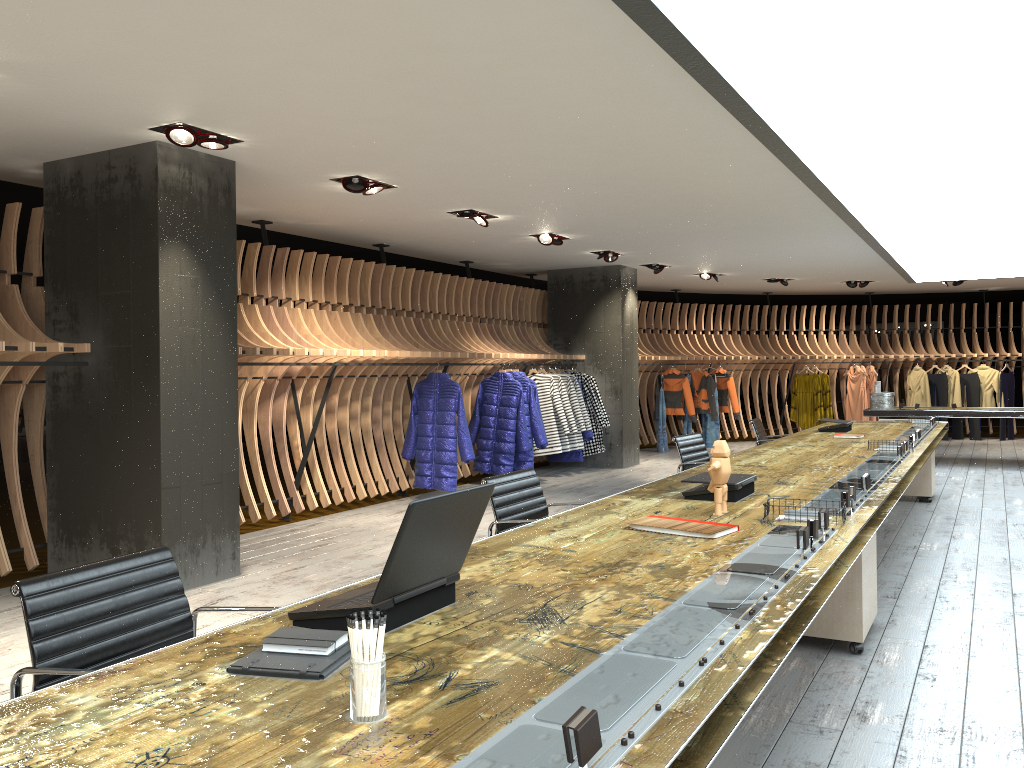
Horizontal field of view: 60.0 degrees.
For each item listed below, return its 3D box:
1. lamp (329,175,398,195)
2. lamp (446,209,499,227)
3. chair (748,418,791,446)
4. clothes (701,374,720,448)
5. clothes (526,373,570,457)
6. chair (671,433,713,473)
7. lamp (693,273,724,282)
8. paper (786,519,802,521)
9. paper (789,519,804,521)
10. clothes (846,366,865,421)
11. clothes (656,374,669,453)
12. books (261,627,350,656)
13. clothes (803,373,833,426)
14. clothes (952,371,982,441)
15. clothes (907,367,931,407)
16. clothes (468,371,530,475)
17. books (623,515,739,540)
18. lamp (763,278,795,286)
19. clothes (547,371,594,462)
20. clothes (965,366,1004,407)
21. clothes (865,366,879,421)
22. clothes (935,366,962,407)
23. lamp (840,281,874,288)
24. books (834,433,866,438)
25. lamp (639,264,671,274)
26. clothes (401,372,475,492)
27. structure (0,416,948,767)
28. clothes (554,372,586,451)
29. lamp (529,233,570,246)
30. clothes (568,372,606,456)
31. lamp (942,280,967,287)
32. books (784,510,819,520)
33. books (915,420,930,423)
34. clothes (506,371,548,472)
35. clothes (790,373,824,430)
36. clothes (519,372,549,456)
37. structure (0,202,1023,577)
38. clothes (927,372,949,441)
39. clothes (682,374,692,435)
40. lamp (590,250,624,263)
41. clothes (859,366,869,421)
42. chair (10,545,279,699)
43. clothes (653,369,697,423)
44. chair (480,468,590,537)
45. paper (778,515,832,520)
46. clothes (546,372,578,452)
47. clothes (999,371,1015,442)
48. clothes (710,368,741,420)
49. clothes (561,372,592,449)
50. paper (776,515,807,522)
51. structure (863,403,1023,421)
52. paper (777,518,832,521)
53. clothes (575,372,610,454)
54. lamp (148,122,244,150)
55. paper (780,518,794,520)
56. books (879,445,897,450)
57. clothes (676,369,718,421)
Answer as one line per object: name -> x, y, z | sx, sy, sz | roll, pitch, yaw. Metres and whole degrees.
lamp -> -1.117, -1.553, 6.693 | 0.269, 0.292, 0.493 | -1, 1, 29
lamp -> -0.354, -1.581, 8.094 | 0.269, 0.294, 0.493 | -1, 1, 29
chair -> 2.569, 0.762, 8.355 | 0.667, 0.859, 0.693 | -1, 0, 15
clothes -> 3.392, 0.528, 15.188 | 0.309, 1.422, 0.200 | -1, 0, 1
clothes -> 0.389, 0.387, 11.117 | 0.752, 1.062, 0.128 | -1, 0, 27
chair -> 1.521, 0.803, 6.408 | 0.667, 0.859, 0.693 | -1, 0, 25
lamp -> 3.006, -1.699, 13.477 | 0.493, 0.296, 0.269 | -1, 1, -42
paper -> 1.144, 0.525, 3.467 | 0.176, 0.004, 0.130 | 0, 1, 31
paper -> 1.144, 0.524, 3.467 | 0.176, 0.004, 0.130 | 0, 1, 32
clothes -> 6.262, 0.241, 16.169 | 0.125, 1.156, 0.447 | -1, 0, -27
clothes -> 2.451, 0.550, 14.461 | 0.200, 1.422, 0.309 | -1, 0, 6
books -> -0.450, 0.545, 1.887 | 0.186, 0.027, 0.112 | -1, 1, 14
clothes -> 5.492, 0.316, 16.035 | 0.168, 1.045, 0.664 | -1, 0, -31
clothes -> 8.219, 0.447, 16.058 | 0.087, 1.353, 0.539 | -1, 0, -37
clothes -> 7.394, 0.129, 16.177 | 0.250, 0.890, 0.704 | -1, 0, -11
clothes -> -0.209, 0.479, 10.510 | 0.880, 1.260, 0.242 | -1, 0, 25
books -> 0.621, 0.526, 3.271 | 0.366, 0.026, 0.213 | 0, 1, 39
lamp -> 4.314, -1.730, 14.374 | 0.493, 0.293, 0.269 | -1, 0, -29
clothes -> 0.699, 0.440, 11.954 | 0.885, 1.239, 0.245 | -1, 0, 25
clothes -> 8.504, 0.116, 15.995 | 0.250, 0.890, 0.704 | -1, 0, -41
clothes -> 6.543, 0.237, 16.187 | 0.125, 1.156, 0.447 | -1, 0, -7
clothes -> 7.920, 0.124, 16.128 | 0.250, 0.890, 0.704 | -1, 0, -21
lamp -> 5.815, -1.754, 14.898 | 0.492, 0.297, 0.269 | -1, 0, -11
books -> 2.872, 0.437, 7.529 | 0.213, 0.026, 0.366 | 0, 1, 29
lamp -> 1.984, -1.671, 12.266 | 0.269, 0.292, 0.493 | -1, 1, 35
clothes -> -0.806, 0.498, 9.249 | 0.885, 1.239, 0.245 | -1, 0, 25
structure -> 1.594, 0.829, 5.030 | 1.162, 0.844, 10.452 | 0, 1, 29
clothes -> 0.627, 0.378, 11.555 | 0.752, 1.062, 0.128 | -1, 0, 27
lamp -> 0.408, -1.615, 9.495 | 0.269, 0.286, 0.493 | -1, 1, 29
clothes -> 0.902, 0.423, 12.024 | 0.807, 1.187, 0.192 | -1, 0, 29
lamp -> 7.403, -1.782, 14.943 | 0.492, 0.284, 0.269 | -1, 0, 9
books -> 1.148, 0.511, 3.461 | 0.155, 0.025, 0.110 | 0, 1, 24
books -> 4.297, 0.388, 9.259 | 0.155, 0.025, 0.110 | 0, 1, 24
clothes -> -0.003, 0.467, 10.559 | 0.883, 1.246, 0.249 | -1, 0, 25
clothes -> 5.316, 0.319, 15.986 | 0.168, 1.045, 0.664 | -1, 0, -31
clothes -> 0.013, 0.466, 10.753 | 0.885, 1.239, 0.245 | -1, 0, 25
structure -> 1.724, 0.034, 0.077 | 14.881, 2.440, 36.559 | 0, 1, 29
clothes -> 7.709, 0.452, 16.142 | 0.087, 1.353, 0.539 | -1, 0, -27
clothes -> 2.910, 0.539, 14.838 | 0.200, 1.422, 0.309 | -1, 0, 21
lamp -> 1.170, -1.642, 10.896 | 0.269, 0.292, 0.493 | -1, 1, 29
clothes -> 6.379, 0.239, 16.181 | 0.125, 1.156, 0.447 | -1, 0, -2
chair -> -0.829, 0.892, 2.208 | 0.667, 0.859, 0.693 | -1, 0, 15
clothes -> 2.666, 0.191, 14.696 | 0.839, 0.881, 0.201 | 0, 0, 44
chair -> 0.228, 0.852, 4.100 | 0.667, 0.859, 0.693 | -1, 0, 20
paper -> 1.144, 0.523, 3.467 | 0.176, 0.004, 0.130 | 0, 1, 35
clothes -> 0.502, 0.382, 11.324 | 0.752, 1.062, 0.128 | -1, 0, 27
clothes -> 8.879, 0.438, 15.901 | 0.539, 1.353, 0.087 | -1, 0, -37
clothes -> 3.606, 0.170, 15.341 | 0.201, 0.881, 0.839 | -1, 0, -31
clothes -> 0.713, 0.374, 11.712 | 0.752, 1.062, 0.128 | -1, 0, 27
paper -> 1.130, 0.527, 3.470 | 0.176, 0.003, 0.130 | 0, 1, 27
structure -> 3.105, 0.826, 3.963 | 4.835, 0.844, 18.478 | 0, 1, 29
paper -> 1.144, 0.525, 3.467 | 0.176, 0.004, 0.130 | 0, 1, 37
clothes -> 0.984, 0.419, 12.193 | 0.799, 1.185, 0.191 | -1, 0, 29
lamp -> -1.879, -1.521, 5.293 | 0.269, 0.296, 0.493 | -1, 1, 29
paper -> 1.144, 0.523, 3.467 | 0.176, 0.004, 0.130 | 0, 1, 33
books -> 2.688, 0.451, 6.288 | 0.155, 0.025, 0.110 | 0, 1, 24
clothes -> 3.147, 0.184, 14.993 | 0.201, 0.881, 0.839 | -1, 0, -41
